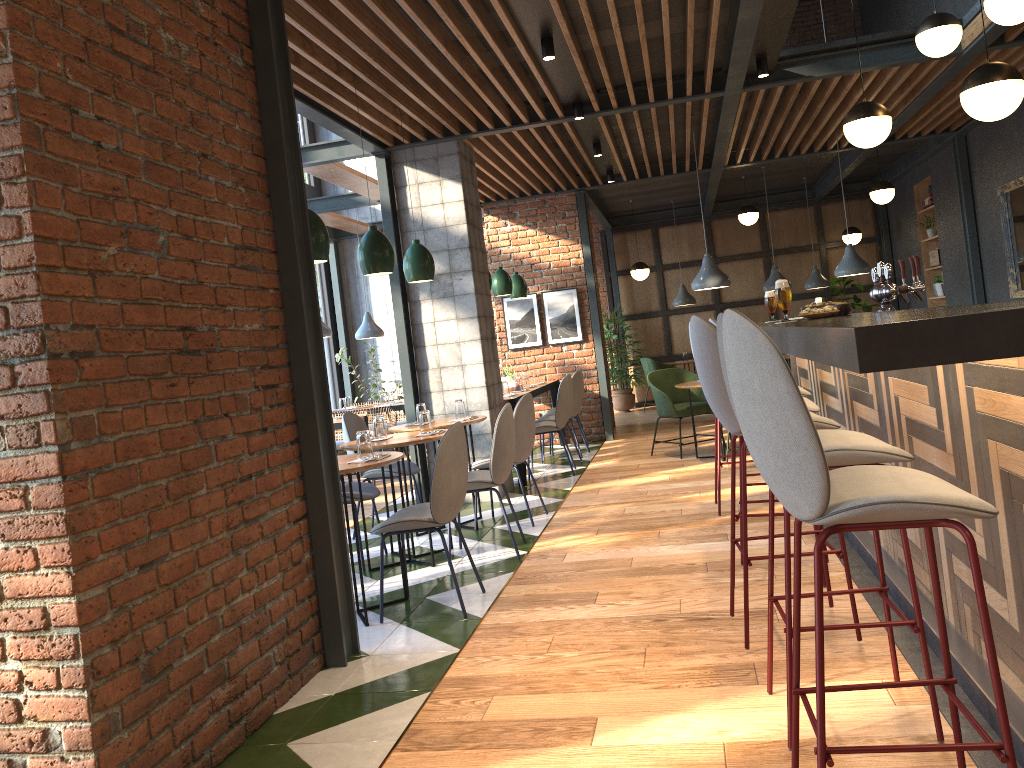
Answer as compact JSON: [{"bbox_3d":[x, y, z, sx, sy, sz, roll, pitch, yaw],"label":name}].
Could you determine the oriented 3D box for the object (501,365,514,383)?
[{"bbox_3d":[-0.049,-0.066,9.124,0.146,0.276,0.145,-7,0,-8],"label":"object"}]

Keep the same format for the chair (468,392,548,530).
[{"bbox_3d":[-0.059,0.525,6.180,0.507,0.888,0.419,-7,0,17],"label":"chair"}]

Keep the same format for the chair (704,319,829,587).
[{"bbox_3d":[1.199,0.279,4.162,0.506,1.243,0.419,-7,0,22],"label":"chair"}]

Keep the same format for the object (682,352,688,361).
[{"bbox_3d":[2.570,-0.407,13.162,0.080,0.138,0.080,-7,0,-10],"label":"object"}]

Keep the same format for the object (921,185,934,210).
[{"bbox_3d":[5.403,-2.408,11.356,0.204,0.285,0.517,-7,2,11],"label":"object"}]

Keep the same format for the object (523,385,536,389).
[{"bbox_3d":[0.171,0.031,9.318,0.157,0.019,0.243,-6,2,12],"label":"object"}]

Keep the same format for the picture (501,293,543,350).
[{"bbox_3d":[0.120,-0.738,10.460,0.429,0.631,0.015,-7,0,11],"label":"picture"}]

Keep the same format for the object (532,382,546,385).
[{"bbox_3d":[0.295,-0.007,9.854,0.157,0.019,0.243,-6,2,12],"label":"object"}]

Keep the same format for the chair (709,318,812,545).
[{"bbox_3d":[1.416,0.221,4.916,0.507,1.243,0.419,-7,0,17],"label":"chair"}]

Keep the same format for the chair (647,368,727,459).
[{"bbox_3d":[1.653,0.256,8.495,0.640,0.819,0.514,-7,1,-24],"label":"chair"}]

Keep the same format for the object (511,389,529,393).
[{"bbox_3d":[0.078,0.066,8.757,0.157,0.019,0.243,-6,2,12],"label":"object"}]

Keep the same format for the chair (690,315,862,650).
[{"bbox_3d":[1.012,0.322,3.420,0.507,1.243,0.418,-7,0,7],"label":"chair"}]

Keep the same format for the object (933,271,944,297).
[{"bbox_3d":[5.515,-1.290,11.373,0.213,0.329,0.233,-7,1,17],"label":"object"}]

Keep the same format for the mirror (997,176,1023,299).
[{"bbox_3d":[4.749,-1.351,8.254,0.061,1.086,0.769,-7,1,11],"label":"mirror"}]

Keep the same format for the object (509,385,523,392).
[{"bbox_3d":[-0.015,0.050,9.074,0.251,0.046,0.253,-7,2,-15],"label":"object"}]

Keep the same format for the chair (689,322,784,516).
[{"bbox_3d":[1.472,0.179,5.748,0.507,1.243,0.418,-7,0,11],"label":"chair"}]

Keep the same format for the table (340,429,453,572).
[{"bbox_3d":[-0.651,0.699,5.394,0.701,0.747,0.697,-8,1,-37],"label":"table"}]

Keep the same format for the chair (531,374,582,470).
[{"bbox_3d":[0.384,0.364,8.735,0.507,0.888,0.419,-7,0,17],"label":"chair"}]

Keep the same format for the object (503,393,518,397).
[{"bbox_3d":[-0.035,0.103,8.183,0.157,0.019,0.243,-6,2,12],"label":"object"}]

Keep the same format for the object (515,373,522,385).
[{"bbox_3d":[0.073,-0.049,9.920,0.080,0.138,0.080,-7,0,33],"label":"object"}]

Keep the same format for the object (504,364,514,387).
[{"bbox_3d":[-0.008,-0.068,9.005,0.115,0.282,0.128,-7,0,7],"label":"object"}]

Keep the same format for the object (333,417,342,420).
[{"bbox_3d":[-1.807,0.349,8.835,0.242,0.019,0.158,-6,2,13],"label":"object"}]

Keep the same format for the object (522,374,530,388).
[{"bbox_3d":[0.144,-0.034,9.344,0.080,0.138,0.080,-7,0,-16],"label":"object"}]

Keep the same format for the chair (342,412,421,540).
[{"bbox_3d":[-0.922,0.620,6.382,0.507,0.888,0.419,-7,0,12],"label":"chair"}]

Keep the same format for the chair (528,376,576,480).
[{"bbox_3d":[0.315,0.396,8.164,0.507,0.888,0.418,-7,0,7],"label":"chair"}]

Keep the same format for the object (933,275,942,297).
[{"bbox_3d":[5.594,-1.290,11.576,0.173,0.295,0.190,-7,0,-15],"label":"object"}]

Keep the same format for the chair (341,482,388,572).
[{"bbox_3d":[-1.077,0.677,5.477,0.507,0.888,0.419,-7,0,12],"label":"chair"}]

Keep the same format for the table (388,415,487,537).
[{"bbox_3d":[-0.481,0.642,6.268,0.698,0.747,0.701,-6,1,21],"label":"table"}]

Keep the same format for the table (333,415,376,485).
[{"bbox_3d":[-2.092,0.754,8.704,1.270,0.706,0.659,-7,1,11],"label":"table"}]

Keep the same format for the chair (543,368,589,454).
[{"bbox_3d":[0.580,0.294,9.839,0.507,0.888,0.418,-7,0,7],"label":"chair"}]

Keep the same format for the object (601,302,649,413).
[{"bbox_3d":[1.636,-0.417,13.716,0.980,1.723,0.911,-7,0,-24],"label":"object"}]

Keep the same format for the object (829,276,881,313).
[{"bbox_3d":[4.998,-0.831,13.083,1.055,1.795,0.723,-7,0,21],"label":"object"}]

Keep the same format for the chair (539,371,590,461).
[{"bbox_3d":[0.515,0.324,9.294,0.507,0.888,0.419,-7,0,18],"label":"chair"}]

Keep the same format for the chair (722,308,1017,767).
[{"bbox_3d":[0.787,0.422,1.938,0.507,1.243,0.418,-7,0,11],"label":"chair"}]

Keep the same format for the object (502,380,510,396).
[{"bbox_3d":[-0.061,0.039,8.209,0.080,0.138,0.080,-7,0,34],"label":"object"}]

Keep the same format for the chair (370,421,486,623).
[{"bbox_3d":[-0.437,0.649,4.314,0.507,0.888,0.419,-7,0,12],"label":"chair"}]

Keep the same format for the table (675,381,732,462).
[{"bbox_3d":[1.918,0.311,7.999,0.805,0.687,0.810,-6,2,42],"label":"table"}]

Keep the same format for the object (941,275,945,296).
[{"bbox_3d":[5.470,-1.285,11.137,0.143,0.350,0.144,-7,0,28],"label":"object"}]

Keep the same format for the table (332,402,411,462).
[{"bbox_3d":[-1.726,0.631,10.590,1.270,0.706,0.659,-7,1,11],"label":"table"}]

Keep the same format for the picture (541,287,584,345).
[{"bbox_3d":[0.588,-0.790,10.369,0.429,0.631,0.015,-7,0,11],"label":"picture"}]

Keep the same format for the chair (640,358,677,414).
[{"bbox_3d":[2.239,-0.010,13.128,0.515,0.819,0.638,-7,1,-14],"label":"chair"}]

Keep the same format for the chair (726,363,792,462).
[{"bbox_3d":[2.102,0.247,7.420,0.639,0.819,0.514,-7,0,-19],"label":"chair"}]

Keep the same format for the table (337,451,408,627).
[{"bbox_3d":[-0.844,0.764,4.399,0.701,0.747,0.698,-7,1,-33],"label":"table"}]

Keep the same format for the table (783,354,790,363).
[{"bbox_3d":[3.507,-0.014,11.184,0.810,0.687,0.805,-8,2,-37],"label":"table"}]

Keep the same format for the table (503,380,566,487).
[{"bbox_3d":[0.018,0.454,9.095,0.657,0.765,2.777,-7,2,11],"label":"table"}]

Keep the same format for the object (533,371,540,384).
[{"bbox_3d":[0.269,-0.071,9.879,0.080,0.138,0.080,-7,0,-16],"label":"object"}]

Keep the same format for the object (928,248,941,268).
[{"bbox_3d":[5.524,-1.633,11.394,0.199,0.241,0.341,-7,1,6],"label":"object"}]

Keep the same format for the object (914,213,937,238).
[{"bbox_3d":[5.427,-2.054,11.436,0.174,0.329,0.536,-7,2,-9],"label":"object"}]

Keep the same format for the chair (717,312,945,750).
[{"bbox_3d":[0.939,0.374,2.655,0.507,1.243,0.418,-7,0,9],"label":"chair"}]

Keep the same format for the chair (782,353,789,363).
[{"bbox_3d":[4.102,-0.224,12.891,0.513,0.819,0.640,-6,1,43],"label":"chair"}]

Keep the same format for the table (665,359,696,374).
[{"bbox_3d":[2.719,-0.007,13.259,0.810,0.687,0.805,-8,2,-39],"label":"table"}]

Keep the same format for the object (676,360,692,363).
[{"bbox_3d":[2.552,-0.338,13.163,0.158,0.019,0.242,-8,3,-23],"label":"object"}]

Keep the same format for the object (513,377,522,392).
[{"bbox_3d":[0.052,0.001,8.783,0.080,0.138,0.080,-7,0,-26],"label":"object"}]

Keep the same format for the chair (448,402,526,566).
[{"bbox_3d":[-0.201,0.579,5.300,0.507,0.888,0.418,-7,0,7],"label":"chair"}]
